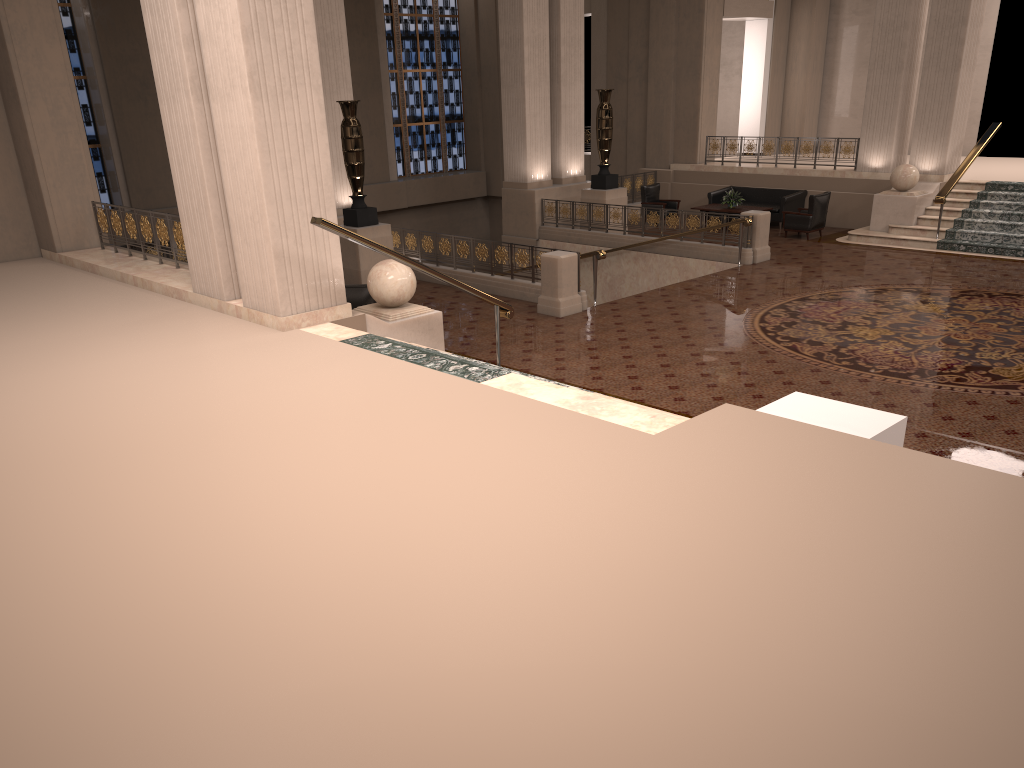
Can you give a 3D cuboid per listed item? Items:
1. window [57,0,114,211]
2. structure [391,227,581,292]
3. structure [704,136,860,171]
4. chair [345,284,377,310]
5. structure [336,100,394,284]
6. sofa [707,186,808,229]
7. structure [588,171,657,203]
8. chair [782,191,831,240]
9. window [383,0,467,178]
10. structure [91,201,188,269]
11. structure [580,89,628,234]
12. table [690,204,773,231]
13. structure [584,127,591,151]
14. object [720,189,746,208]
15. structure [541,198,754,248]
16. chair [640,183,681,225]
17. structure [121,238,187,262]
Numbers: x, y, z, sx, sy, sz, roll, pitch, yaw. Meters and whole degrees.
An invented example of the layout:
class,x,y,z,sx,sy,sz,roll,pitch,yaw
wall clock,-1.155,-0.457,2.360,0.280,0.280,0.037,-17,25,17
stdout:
class,x,y,z,sx,sy,sz,roll,pitch,yaw
window,-10.001,-6.088,17.588,2.926,5.588,0.068,-21,30,-38
structure,-0.733,-2.043,13.859,0.077,0.560,4.840,-23,27,-39
structure,5.745,-5.024,19.102,3.623,0.652,0.031,16,29,43
chair,-1.848,-0.866,10.825,0.647,0.880,0.688,0,22,6
structure,-2.423,-2.972,13.961,0.685,2.908,0.686,-22,30,-39
sofa,5.239,-3.815,18.983,0.857,0.737,1.885,-21,27,-40
structure,2.537,-4.457,20.289,2.484,0.682,0.031,-18,28,-39
chair,5.731,-3.291,17.162,0.634,0.880,0.703,-21,29,-40
window,-2.519,-8.547,24.036,2.926,5.588,0.068,-21,30,-38
structure,-4.242,-1.742,10.496,3.623,0.652,0.031,16,29,43
structure,1.850,-4.377,17.643,0.685,2.908,0.686,-22,30,-39
table,4.584,-3.468,18.465,0.822,0.454,1.447,-20,26,-41
structure,1.367,-6.493,23.430,2.114,0.697,0.030,16,29,43
object,4.569,-3.853,18.279,0.501,0.392,0.505,-6,21,-10
structure,2.317,-3.045,16.488,4.843,0.561,0.077,16,29,42
chair,3.240,-3.940,19.360,0.705,0.880,0.632,16,28,38
structure,-4.989,-1.984,13.803,2.485,0.682,0.031,-18,28,-39
